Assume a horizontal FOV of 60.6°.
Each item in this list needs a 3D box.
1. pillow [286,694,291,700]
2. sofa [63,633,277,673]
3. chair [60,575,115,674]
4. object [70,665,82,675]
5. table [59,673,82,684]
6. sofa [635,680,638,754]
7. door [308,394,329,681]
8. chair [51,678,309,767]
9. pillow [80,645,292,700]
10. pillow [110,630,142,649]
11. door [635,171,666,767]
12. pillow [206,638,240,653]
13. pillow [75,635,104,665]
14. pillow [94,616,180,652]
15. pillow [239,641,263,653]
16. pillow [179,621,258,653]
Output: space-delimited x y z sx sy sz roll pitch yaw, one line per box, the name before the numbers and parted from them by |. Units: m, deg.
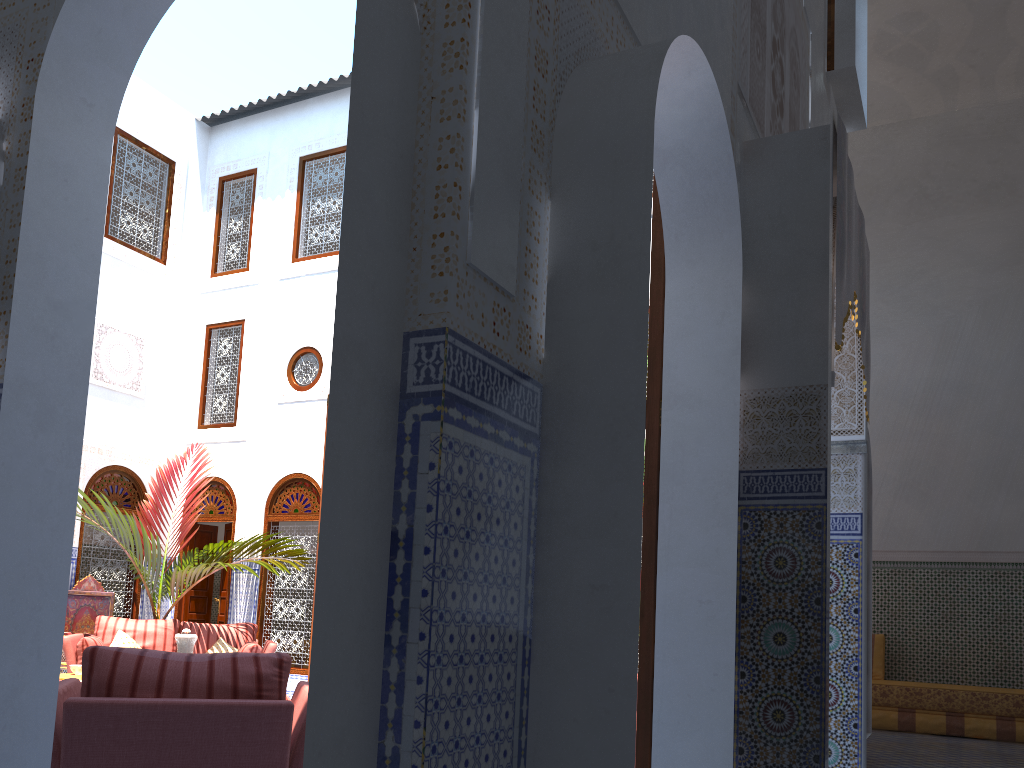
pillow | -0.835 1.125 2.915 0.188 0.247 0.388 5 -13 -16
sofa | -2.381 2.053 6.137 1.366 0.531 0.748 7 -13 -17
chair | -3.192 2.033 6.835 0.504 1.061 0.494 -1 -9 27
object | -2.696 1.784 5.463 0.119 0.056 0.120 9 -15 -24
table | -2.571 1.959 5.379 0.539 0.317 0.551 -4 -14 27
sofa | 0.178 1.811 4.774 0.735 0.529 1.392 6 -14 -17
door | -1.276 1.299 6.881 0.583 2.471 0.126 0 -7 22
chair | -0.995 1.193 2.648 0.815 0.531 0.742 7 -13 -17
pillow | -0.943 0.952 2.529 0.584 0.372 0.307 7 -10 -17
pillow | -2.638 1.814 5.968 0.133 0.268 0.310 -2 -12 28
door | 0.523 0.234 2.547 0.124 2.471 0.593 -1 -8 32
pillow | -2.068 1.914 6.191 0.267 0.231 0.149 -3 -11 29
pillow | -2.789 1.804 5.821 0.188 0.247 0.388 5 -13 -16
pillow | -2.676 1.853 6.222 0.584 0.384 0.296 7 -10 -18
pillow | -1.843 1.927 6.130 0.188 0.238 0.405 6 -13 -16
pillow | -2.144 1.923 6.399 0.563 0.368 0.326 7 -11 -17
